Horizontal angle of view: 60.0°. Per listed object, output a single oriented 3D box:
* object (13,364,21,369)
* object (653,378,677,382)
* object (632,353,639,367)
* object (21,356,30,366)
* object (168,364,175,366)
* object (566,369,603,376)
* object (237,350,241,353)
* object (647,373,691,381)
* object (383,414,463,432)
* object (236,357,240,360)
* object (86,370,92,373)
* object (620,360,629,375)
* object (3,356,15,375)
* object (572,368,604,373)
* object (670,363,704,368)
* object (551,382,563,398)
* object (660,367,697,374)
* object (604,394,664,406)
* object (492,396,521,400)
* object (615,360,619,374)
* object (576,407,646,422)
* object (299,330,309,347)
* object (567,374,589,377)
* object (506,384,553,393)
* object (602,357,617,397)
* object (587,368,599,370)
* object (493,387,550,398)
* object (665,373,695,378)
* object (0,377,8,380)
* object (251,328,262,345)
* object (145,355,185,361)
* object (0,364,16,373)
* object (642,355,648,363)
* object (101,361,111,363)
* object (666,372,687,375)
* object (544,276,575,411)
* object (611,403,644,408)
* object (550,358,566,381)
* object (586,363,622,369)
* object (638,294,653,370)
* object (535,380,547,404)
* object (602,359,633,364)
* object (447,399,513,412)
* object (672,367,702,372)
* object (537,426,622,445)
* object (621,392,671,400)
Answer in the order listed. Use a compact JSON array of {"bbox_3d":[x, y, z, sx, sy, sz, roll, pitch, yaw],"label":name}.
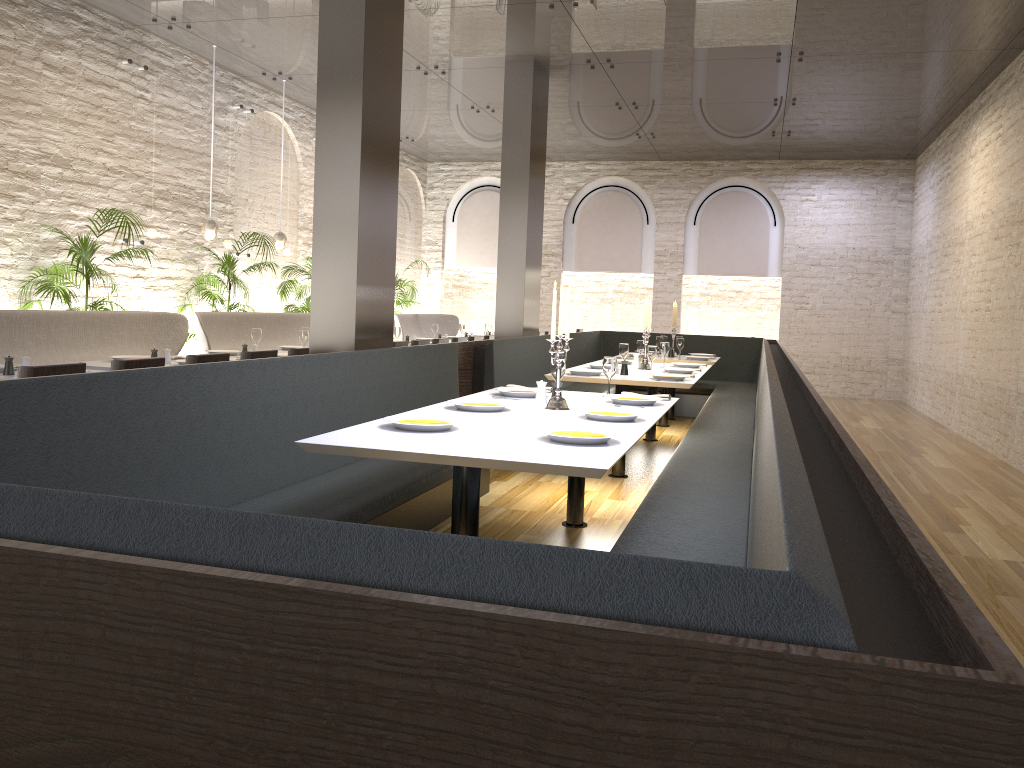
[{"bbox_3d":[-2.960,-0.103,5.479,0.273,0.033,0.143,4,5,16],"label":"object"},{"bbox_3d":[1.122,-0.028,6.471,0.181,0.015,0.038,4,5,17],"label":"object"},{"bbox_3d":[1.129,-0.215,8.062,0.069,0.126,0.069,3,3,9],"label":"object"},{"bbox_3d":[-2.771,-0.105,5.047,0.059,0.109,0.059,3,3,7],"label":"object"},{"bbox_3d":[-2.269,-0.124,6.037,0.181,0.015,0.038,4,5,17],"label":"object"},{"bbox_3d":[0.568,-0.088,6.827,0.321,0.036,0.322,3,5,13],"label":"object"},{"bbox_3d":[-2.315,-0.276,7.773,0.273,0.033,0.143,4,5,16],"label":"object"},{"bbox_3d":[1.177,-0.049,6.655,0.321,0.036,0.322,2,5,-9],"label":"object"},{"bbox_3d":[-0.355,0.160,3.543,0.321,0.036,0.322,2,5,-9],"label":"object"},{"bbox_3d":[-2.007,-0.194,6.957,0.273,0.033,0.143,4,5,16],"label":"object"},{"bbox_3d":[-2.552,-0.053,5.008,0.321,0.036,0.322,2,5,-6],"label":"object"},{"bbox_3d":[0.883,-0.129,6.951,0.069,0.126,0.069,-1,4,-43],"label":"object"},{"bbox_3d":[-2.851,-0.106,5.022,0.059,0.109,0.059,3,3,7],"label":"object"},{"bbox_3d":[0.635,-0.108,7.166,0.273,0.033,0.143,4,5,16],"label":"object"},{"bbox_3d":[1.631,-0.171,8.269,0.322,0.036,0.322,3,5,11],"label":"object"},{"bbox_3d":[0.235,0.046,4.644,0.069,0.126,0.069,3,3,9],"label":"object"},{"bbox_3d":[1.401,-0.109,7.451,0.322,0.036,0.322,6,6,35],"label":"object"},{"bbox_3d":[0.661,0.090,4.817,0.322,0.036,0.322,6,6,35],"label":"object"},{"bbox_3d":[-0.019,0.077,4.771,0.185,0.010,0.017,4,5,16],"label":"object"},{"bbox_3d":[0.818,-0.137,7.020,0.069,0.126,0.069,5,4,39],"label":"object"},{"bbox_3d":[0.455,0.145,4.085,0.321,0.036,0.322,2,5,-9],"label":"object"},{"bbox_3d":[-1.771,-0.340,7.533,0.086,0.230,0.087,0,3,-32],"label":"object"},{"bbox_3d":[0.501,-0.062,6.621,0.185,0.010,0.017,4,5,16],"label":"object"},{"bbox_3d":[0.115,0.026,5.316,0.273,0.033,0.143,4,5,16],"label":"object"},{"bbox_3d":[0.565,-0.041,5.144,0.086,0.230,0.086,4,3,27],"label":"object"},{"bbox_3d":[0.723,-0.122,7.413,0.185,0.010,0.017,4,5,16],"label":"object"},{"bbox_3d":[0.051,0.051,4.989,0.322,0.036,0.322,6,6,35],"label":"object"},{"bbox_3d":[1.297,-0.066,6.981,0.273,0.033,0.143,4,5,16],"label":"object"},{"bbox_3d":[-2.651,-0.020,4.663,0.273,0.033,0.143,4,5,16],"label":"object"},{"bbox_3d":[-2.173,-0.357,7.537,0.086,0.230,0.087,0,3,-32],"label":"object"},{"bbox_3d":[-2.621,-0.194,6.683,0.273,0.033,0.143,4,5,16],"label":"object"},{"bbox_3d":[-3.069,-0.086,5.154,0.321,0.036,0.322,2,5,-6],"label":"object"},{"bbox_3d":[1.207,-0.210,8.037,0.069,0.126,0.069,3,3,9],"label":"object"},{"bbox_3d":[-2.785,-0.154,6.183,0.185,0.010,0.017,4,5,16],"label":"object"},{"bbox_3d":[1.344,-0.087,7.263,0.181,0.015,0.038,4,5,17],"label":"object"},{"bbox_3d":[0.238,-0.203,4.388,0.132,0.655,0.390,4,3,26],"label":"object"},{"bbox_3d":[0.602,0.112,4.621,0.181,0.015,0.038,4,5,17],"label":"object"},{"bbox_3d":[0.246,-0.024,4.791,0.086,0.230,0.086,4,3,27],"label":"object"},{"bbox_3d":[0.791,-0.148,7.623,0.322,0.036,0.322,6,6,35],"label":"object"},{"bbox_3d":[1.169,-0.454,7.703,0.132,0.655,0.390,4,3,26],"label":"object"},{"bbox_3d":[0.154,0.043,4.642,0.069,0.126,0.069,3,3,9],"label":"object"},{"bbox_3d":[1.021,-0.210,8.442,0.322,0.036,0.322,3,5,11],"label":"object"},{"bbox_3d":[-0.155,0.106,4.258,0.321,0.036,0.322,2,5,-9],"label":"object"},{"bbox_3d":[1.519,-0.125,7.774,0.273,0.033,0.143,4,5,16],"label":"object"},{"bbox_3d":[0.255,0.199,3.371,0.321,0.036,0.322,2,5,-9],"label":"object"},{"bbox_3d":[0.777,0.068,5.131,0.273,0.033,0.143,4,5,16],"label":"object"}]
